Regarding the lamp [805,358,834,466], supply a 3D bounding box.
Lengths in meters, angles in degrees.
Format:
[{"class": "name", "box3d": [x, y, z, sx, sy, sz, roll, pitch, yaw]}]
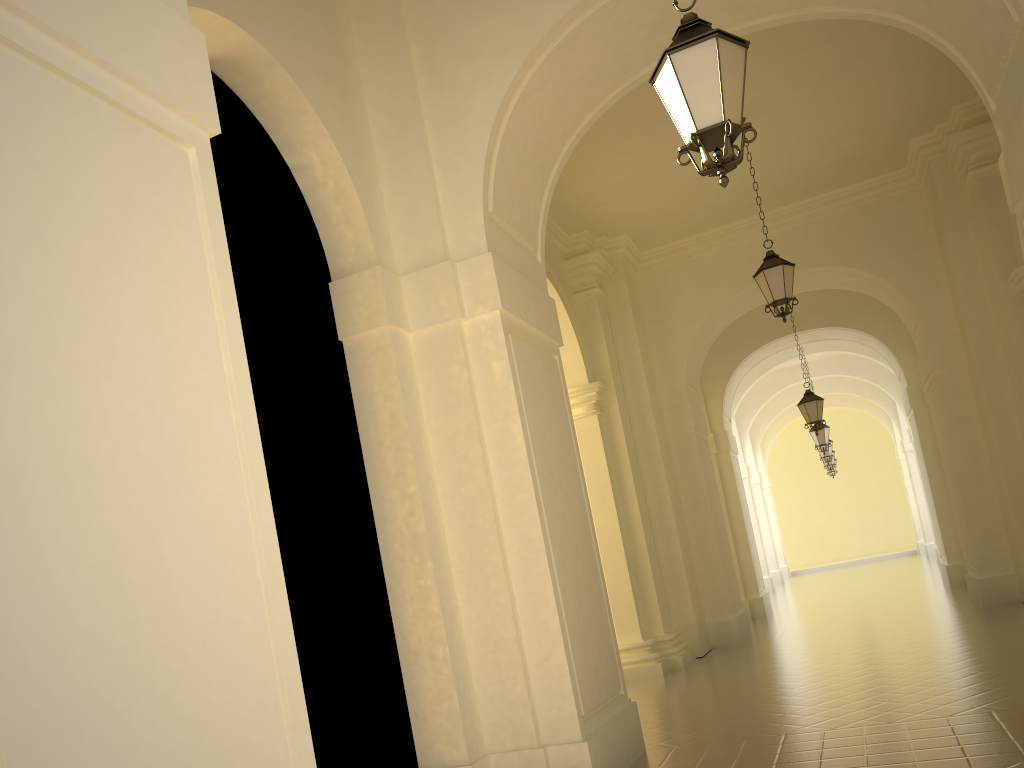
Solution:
[{"class": "lamp", "box3d": [8.630, 0.706, 24.829, 0.516, 3.269, 0.442, -13, -5, 20]}]

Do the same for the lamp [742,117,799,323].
[{"class": "lamp", "box3d": [3.006, -1.961, 10.491, 0.505, 2.534, 0.452, -7, -6, -40]}]

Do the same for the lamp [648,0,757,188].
[{"class": "lamp", "box3d": [0.736, -2.558, 4.409, 0.440, 3.269, 0.519, -10, -4, -10]}]

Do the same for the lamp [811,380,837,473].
[{"class": "lamp", "box3d": [10.010, 1.276, 28.399, 0.516, 3.269, 0.442, -13, -5, 20]}]

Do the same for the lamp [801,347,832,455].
[{"class": "lamp", "box3d": [7.225, 0.125, 21.194, 0.516, 3.269, 0.442, -13, -5, 20]}]

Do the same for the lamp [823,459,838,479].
[{"class": "lamp", "box3d": [11.381, 1.843, 31.946, 0.516, 3.269, 0.442, -13, -5, 20]}]

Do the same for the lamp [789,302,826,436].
[{"class": "lamp", "box3d": [5.404, -0.628, 16.483, 0.440, 3.269, 0.519, -10, -4, -10]}]
